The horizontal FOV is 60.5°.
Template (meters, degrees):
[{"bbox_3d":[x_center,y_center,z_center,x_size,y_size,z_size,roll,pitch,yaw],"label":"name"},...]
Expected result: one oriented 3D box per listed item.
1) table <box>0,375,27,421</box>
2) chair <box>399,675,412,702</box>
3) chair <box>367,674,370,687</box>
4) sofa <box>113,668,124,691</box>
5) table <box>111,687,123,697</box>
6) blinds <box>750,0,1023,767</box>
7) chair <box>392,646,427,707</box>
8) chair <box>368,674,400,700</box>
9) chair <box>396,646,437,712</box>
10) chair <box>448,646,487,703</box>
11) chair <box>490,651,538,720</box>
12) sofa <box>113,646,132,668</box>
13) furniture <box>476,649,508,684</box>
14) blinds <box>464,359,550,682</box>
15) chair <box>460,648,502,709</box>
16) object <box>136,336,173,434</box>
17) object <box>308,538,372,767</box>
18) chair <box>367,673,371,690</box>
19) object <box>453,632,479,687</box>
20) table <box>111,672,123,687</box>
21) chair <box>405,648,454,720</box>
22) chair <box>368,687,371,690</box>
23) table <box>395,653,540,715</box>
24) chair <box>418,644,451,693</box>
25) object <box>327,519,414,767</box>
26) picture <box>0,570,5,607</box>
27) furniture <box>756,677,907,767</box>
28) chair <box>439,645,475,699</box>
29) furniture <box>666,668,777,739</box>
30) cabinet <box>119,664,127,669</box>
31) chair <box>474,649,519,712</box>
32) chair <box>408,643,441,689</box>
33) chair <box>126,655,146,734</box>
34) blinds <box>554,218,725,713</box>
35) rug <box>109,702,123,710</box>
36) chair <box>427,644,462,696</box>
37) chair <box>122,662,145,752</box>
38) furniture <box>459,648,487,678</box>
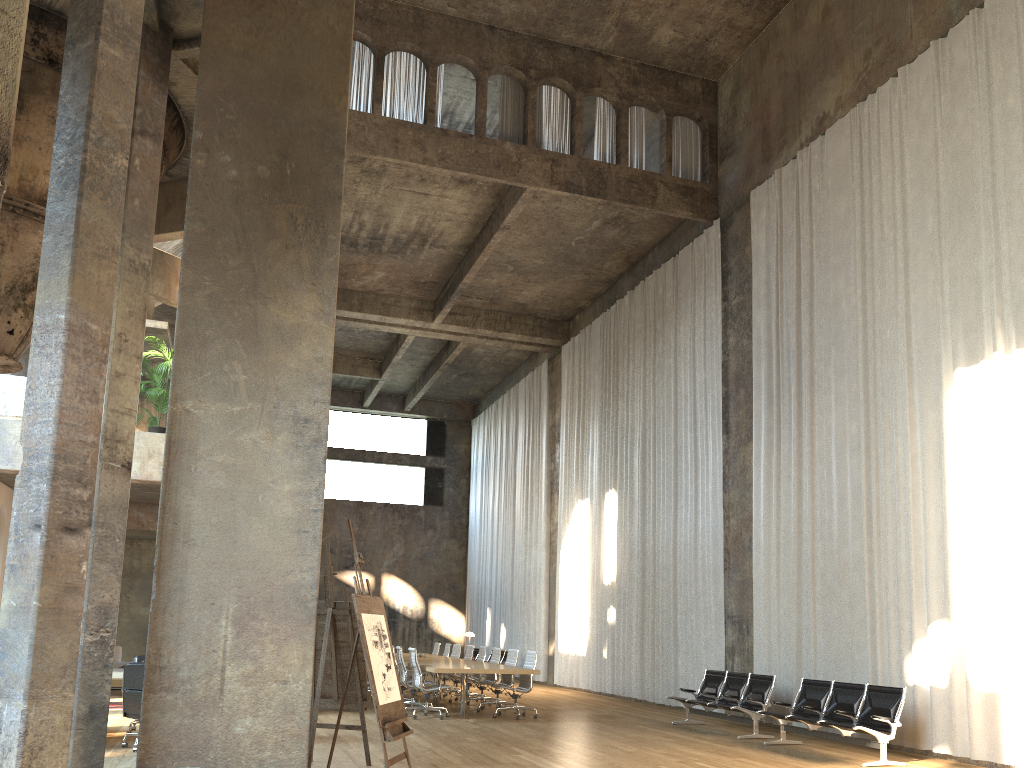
[{"bbox_3d":[-7.337,0.369,13.310,1.756,0.783,1.140,6,-14,-17],"label":"table"},{"bbox_3d":[-2.110,5.175,15.709,0.700,1.002,0.680,4,-11,-12],"label":"chair"},{"bbox_3d":[-2.948,5.870,18.251,0.701,1.002,0.680,5,-11,-14],"label":"chair"},{"bbox_3d":[-7.960,5.210,15.929,2.071,0.705,2.993,6,-16,-17],"label":"sofa"},{"bbox_3d":[-7.199,5.370,15.474,0.793,0.198,1.135,7,-16,-17],"label":"table"},{"bbox_3d":[5.037,-0.015,10.456,0.276,8.445,7.999,4,-12,-16],"label":"blinds"},{"bbox_3d":[-1.826,4.934,14.829,0.701,1.002,0.679,5,-11,-18],"label":"chair"},{"bbox_3d":[-2.380,5.402,16.540,0.700,1.002,0.680,4,-11,-9],"label":"chair"},{"bbox_3d":[-1.553,4.715,14.024,0.700,1.002,0.680,4,-11,-9],"label":"chair"},{"bbox_3d":[-0.811,5.361,16.225,0.700,1.002,0.680,4,-11,-9],"label":"chair"},{"bbox_3d":[-2.669,4.346,12.818,12.997,1.008,32.204,7,-17,-17],"label":"chair"},{"bbox_3d":[-9.263,6.294,19.889,2.075,0.705,1.094,7,-15,-18],"label":"sofa"},{"bbox_3d":[-0.597,7.400,23.077,0.711,0.821,1.913,5,-15,-17],"label":"furniture"},{"bbox_3d":[-0.327,4.446,26.774,0.276,8.446,7.994,5,-12,-18],"label":"blinds"},{"bbox_3d":[-0.530,5.129,15.378,0.700,1.002,0.680,4,-11,-12],"label":"chair"},{"bbox_3d":[-5.440,0.081,13.891,1.404,1.768,1.387,4,-12,-12],"label":"object"},{"bbox_3d":[-1.723,2.540,8.270,0.702,2.098,0.699,-1,-10,14],"label":"object"},{"bbox_3d":[-3.239,6.115,19.145,0.700,1.002,0.680,4,-11,-12],"label":"chair"},{"bbox_3d":[-1.124,6.605,21.101,0.571,1.268,0.673,-1,-11,15],"label":"object"},{"bbox_3d":[-4.466,3.546,9.639,2.419,0.684,1.129,7,-15,-17],"label":"table"},{"bbox_3d":[-1.252,4.496,13.221,0.700,1.002,0.680,4,-11,-12],"label":"chair"},{"bbox_3d":[-2.661,5.634,17.386,0.700,1.002,0.680,4,-11,-12],"label":"chair"},{"bbox_3d":[-1.543,5.494,16.309,1.606,0.740,7.886,6,-16,-17],"label":"table"},{"bbox_3d":[-1.646,6.048,18.738,0.700,1.002,0.680,4,-11,-9],"label":"chair"},{"bbox_3d":[-1.037,2.066,6.522,0.684,2.098,0.717,0,-9,8],"label":"object"},{"bbox_3d":[-10.883,4.803,18.590,0.070,1.730,1.535,4,-12,-17],"label":"picture"},{"bbox_3d":[3.673,3.899,10.265,0.711,0.821,1.913,5,-15,-17],"label":"furniture"},{"bbox_3d":[-1.081,5.588,17.055,0.700,1.002,0.680,4,-11,-12],"label":"chair"},{"bbox_3d":[2.933,4.515,12.516,0.711,0.821,1.913,5,-15,-17],"label":"furniture"},{"bbox_3d":[-7.925,6.068,18.320,0.397,0.360,1.596,6,-16,-17],"label":"cabinet"},{"bbox_3d":[-0.244,4.893,14.514,0.701,1.002,0.680,5,-11,-14],"label":"chair"},{"bbox_3d":[-1.942,6.267,19.543,0.700,1.002,0.680,4,-11,-12],"label":"chair"},{"bbox_3d":[-4.209,3.697,10.483,0.734,0.872,0.837,7,-13,-23],"label":"chair"},{"bbox_3d":[2.359,2.212,18.603,0.276,8.445,7.999,4,-12,-16],"label":"blinds"},{"bbox_3d":[-6.497,4.884,13.353,2.471,0.009,1.376,7,-17,-17],"label":"rug"},{"bbox_3d":[-1.381,5.827,17.931,0.701,1.002,0.679,5,-11,-18],"label":"chair"},{"bbox_3d":[-3.653,3.327,9.117,0.731,0.872,0.840,4,-12,-11],"label":"chair"},{"bbox_3d":[-1.337,8.016,25.327,0.711,0.821,1.913,5,-15,-17],"label":"furniture"}]
